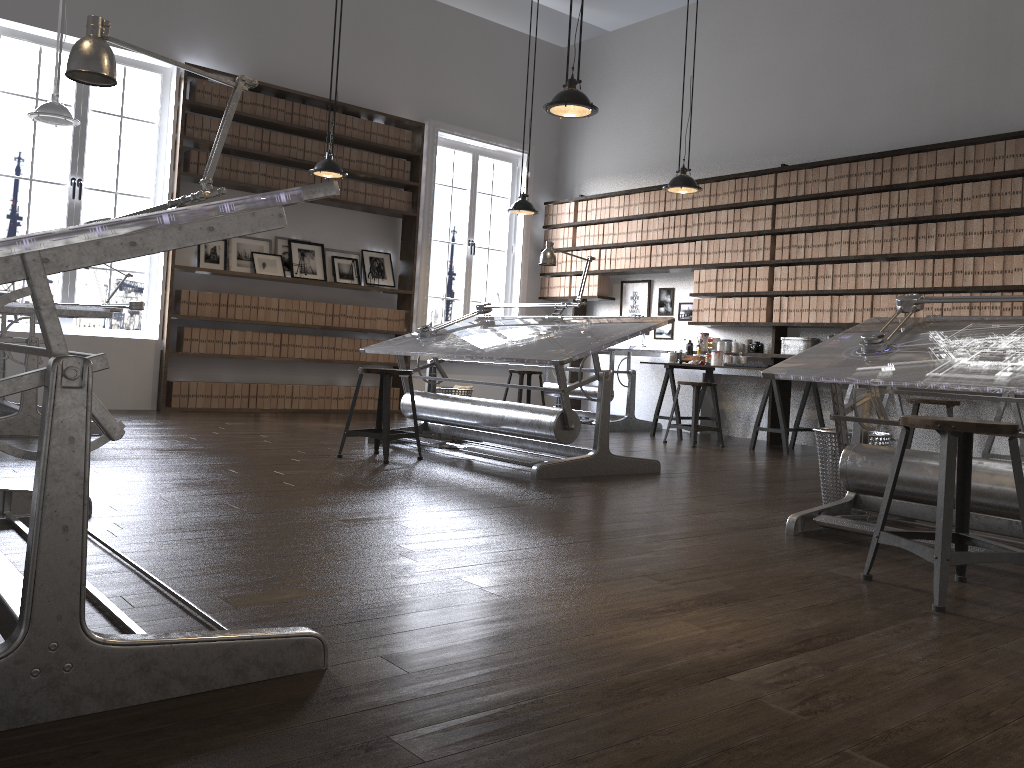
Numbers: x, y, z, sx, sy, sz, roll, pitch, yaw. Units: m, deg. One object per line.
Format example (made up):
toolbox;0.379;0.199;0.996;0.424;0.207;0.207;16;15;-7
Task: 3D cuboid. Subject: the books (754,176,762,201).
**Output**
books;2.276;-1.753;8.008;0.174;0.226;0.067;4;-1;-39

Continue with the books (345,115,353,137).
books;-1.655;-2.531;8.764;0.066;0.226;0.175;4;-1;-39

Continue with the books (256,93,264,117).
books;-2.364;-2.556;8.183;0.067;0.226;0.175;4;-1;-39

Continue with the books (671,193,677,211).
books;1.656;-1.811;8.758;0.174;0.226;0.067;4;-1;-39

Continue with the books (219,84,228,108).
books;-2.632;-2.566;7.972;0.066;0.226;0.174;4;-1;-39

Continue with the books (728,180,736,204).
books;2.093;-1.770;8.220;0.174;0.226;0.067;4;-1;-39

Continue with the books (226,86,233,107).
books;-2.577;-2.564;8.015;0.066;0.226;0.175;4;-1;-39

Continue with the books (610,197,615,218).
books;1.127;-1.861;9.409;0.174;0.226;0.067;4;-1;-39

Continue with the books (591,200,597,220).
books;0.950;-1.877;9.621;0.174;0.226;0.067;4;-1;-39

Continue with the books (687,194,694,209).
books;1.787;-1.799;8.595;0.174;0.226;0.067;4;-1;-39

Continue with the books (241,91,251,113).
books;-2.466;-2.560;8.104;0.066;0.226;0.175;4;-1;-39

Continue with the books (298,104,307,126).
books;-2.036;-2.544;8.460;0.066;0.226;0.175;4;-1;-39

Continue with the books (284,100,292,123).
books;-2.151;-2.549;8.366;0.066;0.226;0.175;4;-1;-39

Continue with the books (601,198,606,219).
books;1.043;-1.869;9.514;0.174;0.226;0.067;4;-1;-39

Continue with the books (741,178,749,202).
books;2.182;-1.762;8.118;0.174;0.226;0.067;4;-1;-39

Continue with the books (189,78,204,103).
books;-2.793;-2.571;7.831;0.067;0.226;0.175;4;-1;-39

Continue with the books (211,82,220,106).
books;-2.684;-2.568;7.925;0.066;0.226;0.174;4;-1;-39

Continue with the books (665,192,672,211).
books;1.614;-1.815;8.816;0.174;0.226;0.067;4;-1;-39

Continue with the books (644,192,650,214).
books;1.433;-1.832;9.027;0.174;0.226;0.067;4;-1;-39

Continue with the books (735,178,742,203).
books;2.139;-1.765;8.164;0.174;0.226;0.067;4;-1;-39

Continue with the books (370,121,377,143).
books;-1.438;-2.523;8.943;0.067;0.226;0.175;4;-1;-39

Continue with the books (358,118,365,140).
books;-1.550;-2.527;8.859;0.066;0.226;0.174;4;-1;-39

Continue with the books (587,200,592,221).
books;0.909;-1.882;9.679;0.174;0.226;0.067;4;-1;-39

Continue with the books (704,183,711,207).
books;1.916;-1.787;8.439;0.174;0.226;0.067;4;-1;-39

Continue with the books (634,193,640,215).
books;1.344;-1.840;9.141;0.174;0.226;0.067;4;-1;-39

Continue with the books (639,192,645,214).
books;1.387;-1.836;9.083;0.174;0.226;0.067;4;-1;-39

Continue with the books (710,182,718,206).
books;1.963;-1.782;8.387;0.174;0.226;0.067;4;-1;-39

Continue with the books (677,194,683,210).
books;1.704;-1.807;8.706;0.174;0.226;0.067;4;-1;-39

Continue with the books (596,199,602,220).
books;0.998;-1.873;9.569;0.174;0.226;0.067;4;-1;-39

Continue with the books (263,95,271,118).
books;-2.315;-2.554;8.231;0.066;0.226;0.175;4;-1;-39

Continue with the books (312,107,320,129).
books;-1.927;-2.541;8.545;0.066;0.226;0.174;4;-1;-39

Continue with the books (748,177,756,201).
books;2.230;-1.757;8.061;0.174;0.226;0.067;4;-1;-39

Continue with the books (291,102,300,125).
books;-2.090;-2.546;8.409;0.067;0.226;0.175;4;-1;-39

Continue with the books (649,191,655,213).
books;1.476;-1.828;8.981;0.174;0.226;0.067;4;-1;-39

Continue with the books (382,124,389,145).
books;-1.336;-2.520;9.032;0.066;0.226;0.175;4;-1;-39

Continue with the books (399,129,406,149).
books;-1.178;-2.514;9.163;0.066;0.226;0.174;4;-1;-39

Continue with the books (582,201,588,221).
books;0.857;-1.886;9.733;0.174;0.226;0.067;4;-1;-39

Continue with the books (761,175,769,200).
books;2.317;-1.749;7.951;0.174;0.226;0.067;4;-1;-39

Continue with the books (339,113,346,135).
books;-1.711;-2.533;8.718;0.067;0.226;0.175;4;-1;-39

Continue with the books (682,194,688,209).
books;1.748;-1.803;8.651;0.174;0.226;0.067;4;-1;-39

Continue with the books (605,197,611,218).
books;1.081;-1.865;9.458;0.174;0.226;0.067;4;-1;-39

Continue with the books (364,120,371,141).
books;-1.495;-2.525;8.902;0.066;0.226;0.175;4;-1;-39

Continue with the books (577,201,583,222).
books;0.814;-1.890;9.794;0.174;0.226;0.067;4;-1;-39

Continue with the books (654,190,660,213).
books;1.520;-1.824;8.931;0.174;0.226;0.067;4;-1;-39

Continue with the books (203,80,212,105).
books;-2.737;-2.569;7.877;0.066;0.226;0.175;4;-1;-39

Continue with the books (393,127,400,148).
books;-1.233;-2.516;9.118;0.066;0.226;0.175;4;-1;-39

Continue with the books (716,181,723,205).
books;2.009;-1.778;8.335;0.174;0.226;0.067;4;-1;-39

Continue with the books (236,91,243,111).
books;-2.520;-2.562;8.056;0.067;0.226;0.175;4;-1;-39

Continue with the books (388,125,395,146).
books;-1.282;-2.517;9.070;0.067;0.226;0.175;4;-1;-39

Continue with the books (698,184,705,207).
books;1.871;-1.791;8.497;0.174;0.226;0.067;4;-1;-39

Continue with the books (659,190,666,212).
books;1.562;-1.820;8.871;0.174;0.226;0.067;4;-1;-39

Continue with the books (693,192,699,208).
books;1.833;-1.795;8.546;0.174;0.226;0.067;4;-1;-39

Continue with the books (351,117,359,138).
books;-1.602;-2.529;8.812;0.066;0.226;0.174;4;-1;-39

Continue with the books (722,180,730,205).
books;2.050;-1.774;8.278;0.174;0.226;0.067;4;-1;-39

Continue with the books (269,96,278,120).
books;-2.261;-2.553;8.276;0.066;0.226;0.174;4;-1;-39

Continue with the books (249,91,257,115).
books;-2.418;-2.558;8.145;0.066;0.226;0.175;4;-1;-39

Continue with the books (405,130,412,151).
books;-1.121;-2.512;9.204;0.066;0.226;0.174;4;-1;-39

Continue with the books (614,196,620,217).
books;1.165;-1.857;9.360;0.174;0.226;0.067;4;-1;-39
